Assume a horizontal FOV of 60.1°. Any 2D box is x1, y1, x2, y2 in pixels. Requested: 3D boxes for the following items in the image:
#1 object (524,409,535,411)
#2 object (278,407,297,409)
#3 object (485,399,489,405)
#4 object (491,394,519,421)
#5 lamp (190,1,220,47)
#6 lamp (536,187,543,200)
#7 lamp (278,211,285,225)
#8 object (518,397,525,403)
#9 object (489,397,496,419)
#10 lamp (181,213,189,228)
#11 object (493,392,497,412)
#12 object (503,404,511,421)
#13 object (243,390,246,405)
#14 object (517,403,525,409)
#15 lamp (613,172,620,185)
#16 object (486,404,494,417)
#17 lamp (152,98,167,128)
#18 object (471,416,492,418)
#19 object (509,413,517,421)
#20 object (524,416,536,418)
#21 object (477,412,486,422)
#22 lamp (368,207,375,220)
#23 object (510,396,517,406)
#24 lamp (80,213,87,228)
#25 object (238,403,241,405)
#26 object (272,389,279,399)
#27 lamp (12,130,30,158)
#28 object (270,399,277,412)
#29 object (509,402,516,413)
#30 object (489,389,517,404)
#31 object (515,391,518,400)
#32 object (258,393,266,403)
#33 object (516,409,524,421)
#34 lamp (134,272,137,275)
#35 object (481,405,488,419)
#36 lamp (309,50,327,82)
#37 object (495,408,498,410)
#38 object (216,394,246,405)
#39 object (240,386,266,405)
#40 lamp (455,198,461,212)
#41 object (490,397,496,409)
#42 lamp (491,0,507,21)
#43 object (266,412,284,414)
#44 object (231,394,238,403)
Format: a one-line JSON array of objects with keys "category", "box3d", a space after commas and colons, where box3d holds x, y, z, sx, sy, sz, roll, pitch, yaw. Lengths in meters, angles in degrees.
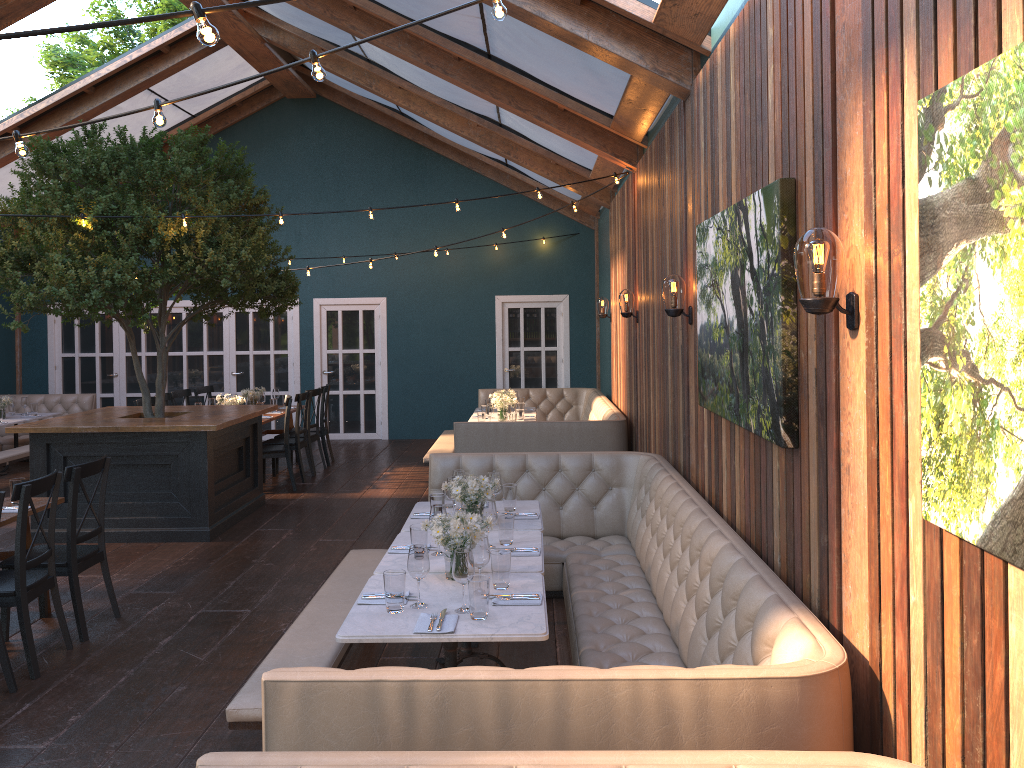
[{"category": "object", "box3d": [0.173, 0.331, 11.292, 0.255, 0.019, 0.158, -1, 4, 2]}, {"category": "object", "box3d": [-2.923, 0.307, 11.438, 0.255, 0.019, 0.158, -1, 4, 2]}, {"category": "object", "box3d": [-0.290, 0.276, 11.183, 0.092, 0.158, 0.092, -1, 1, -12]}, {"category": "object", "box3d": [-0.105, 0.268, 10.214, 0.336, 0.309, 0.329, 1, 3, 43]}, {"category": "lamp", "box3d": [-0.796, -0.936, 2.301, 0.071, 0.116, 0.056, 0, 1, 23]}, {"category": "lamp", "box3d": [0.248, -1.723, 7.993, 0.064, 0.118, 0.056, -1, 1, 10]}, {"category": "lamp", "box3d": [-1.937, -1.391, 7.423, 0.060, 0.119, 0.056, 0, 1, 25]}, {"category": "object", "box3d": [0.127, 0.251, 11.452, 0.092, 0.158, 0.092, -1, 1, -12]}, {"category": "object", "box3d": [-0.227, 0.284, 10.474, 0.092, 0.244, 0.092, -1, 1, -41]}, {"category": "lamp", "box3d": [-2.674, -1.336, 7.229, 0.060, 0.119, 0.056, -1, 1, -13]}, {"category": "object", "box3d": [-0.201, 0.227, 11.246, 0.092, 0.244, 0.092, 0, 1, 44]}, {"category": "object", "box3d": [-0.054, 0.344, 9.609, 0.092, 0.244, 0.092, -1, 1, -41]}, {"category": "object", "box3d": [-3.432, 0.204, 11.402, 0.092, 0.244, 0.092, 0, 1, 44]}, {"category": "object", "box3d": [0.109, 0.309, 10.651, 0.092, 0.158, 0.092, -1, 1, -12]}, {"category": "lamp", "box3d": [0.971, -1.902, 8.188, 0.056, 0.120, 0.056, 0, 1, 30]}, {"category": "object", "box3d": [-0.241, 0.342, 9.677, 0.092, 0.244, 0.092, -1, 1, -41]}, {"category": "lamp", "box3d": [-1.453, -1.117, 3.646, 0.056, 0.121, 0.056, 0, 1, 22]}, {"category": "object", "box3d": [-0.360, 0.391, 10.571, 0.255, 0.019, 0.158, -1, 4, 2]}, {"category": "object", "box3d": [0.010, 0.393, 9.520, 0.092, 0.158, 0.092, -1, 1, -12]}, {"category": "object", "box3d": [0.155, 0.390, 10.492, 0.255, 0.019, 0.158, -1, 4, 2]}, {"category": "object", "box3d": [-0.330, 0.391, 9.614, 0.092, 0.158, 0.092, -1, 1, -12]}, {"category": "lamp", "box3d": [-1.210, -1.471, 7.616, 0.056, 0.117, 0.068, -1, 1, -2]}, {"category": "object", "box3d": [0.019, 0.272, 10.588, 0.092, 0.244, 0.092, -1, 1, -41]}, {"category": "lamp", "box3d": [-3.410, -1.300, 7.041, 0.056, 0.121, 0.056, 0, 1, 26]}, {"category": "object", "box3d": [-3.521, 0.252, 11.339, 0.092, 0.158, 0.092, 0, 1, 28]}, {"category": "object", "box3d": [-3.082, 0.188, 11.547, 0.092, 0.244, 0.092, 0, 1, 44]}, {"category": "lamp", "box3d": [-2.172, -1.060, 3.913, 0.067, 0.117, 0.056, -2, 1, -35]}, {"category": "object", "box3d": [-2.971, 0.267, 11.028, 0.092, 0.158, 0.092, 0, 1, 28]}, {"category": "object", "box3d": [0.002, 0.327, 9.838, 0.092, 0.244, 0.092, -1, 1, -41]}, {"category": "object", "box3d": [-0.101, 0.208, 11.046, 0.336, 0.309, 0.329, -2, 3, -34]}, {"category": "object", "box3d": [0.037, 0.214, 11.389, 0.092, 0.244, 0.092, 0, 1, 44]}, {"category": "object", "box3d": [-3.093, 0.232, 10.945, 0.092, 0.244, 0.092, 0, 1, 44]}, {"category": "object", "box3d": [0.092, 0.364, 9.901, 0.092, 0.158, 0.092, -1, 1, -12]}, {"category": "lamp", "box3d": [-4.358, -1.256, 10.260, 0.056, 0.119, 0.060, 0, 1, 38]}, {"category": "object", "box3d": [-0.315, 0.332, 10.411, 0.092, 0.158, 0.092, -1, 1, -12]}, {"category": "lamp", "box3d": [-0.746, -1.222, 3.403, 0.063, 0.118, 0.056, -1, 1, -5]}, {"category": "object", "box3d": [-0.183, 0.209, 11.488, 0.092, 0.244, 0.092, 0, 1, 44]}, {"category": "object", "box3d": [-3.231, 0.259, 10.154, 0.329, 0.309, 0.337, 0, 2, 16]}, {"category": "object", "box3d": [-3.276, 0.184, 11.188, 0.329, 0.309, 0.337, -1, 2, -1]}, {"category": "lamp", "box3d": [-0.480, -1.582, 7.823, 0.056, 0.121, 0.056, -1, 1, -17]}, {"category": "object", "box3d": [-0.246, 0.247, 11.577, 0.092, 0.158, 0.092, -1, 1, -12]}, {"category": "lamp", "box3d": [-0.045, -1.345, 3.128, 0.056, 0.120, 0.056, 0, 1, 44]}, {"category": "object", "box3d": [-2.939, 0.350, 10.843, 0.255, 0.019, 0.158, -1, 4, 2]}, {"category": "object", "box3d": [-3.396, 0.245, 10.827, 0.092, 0.244, 0.092, 0, 1, 44]}]
